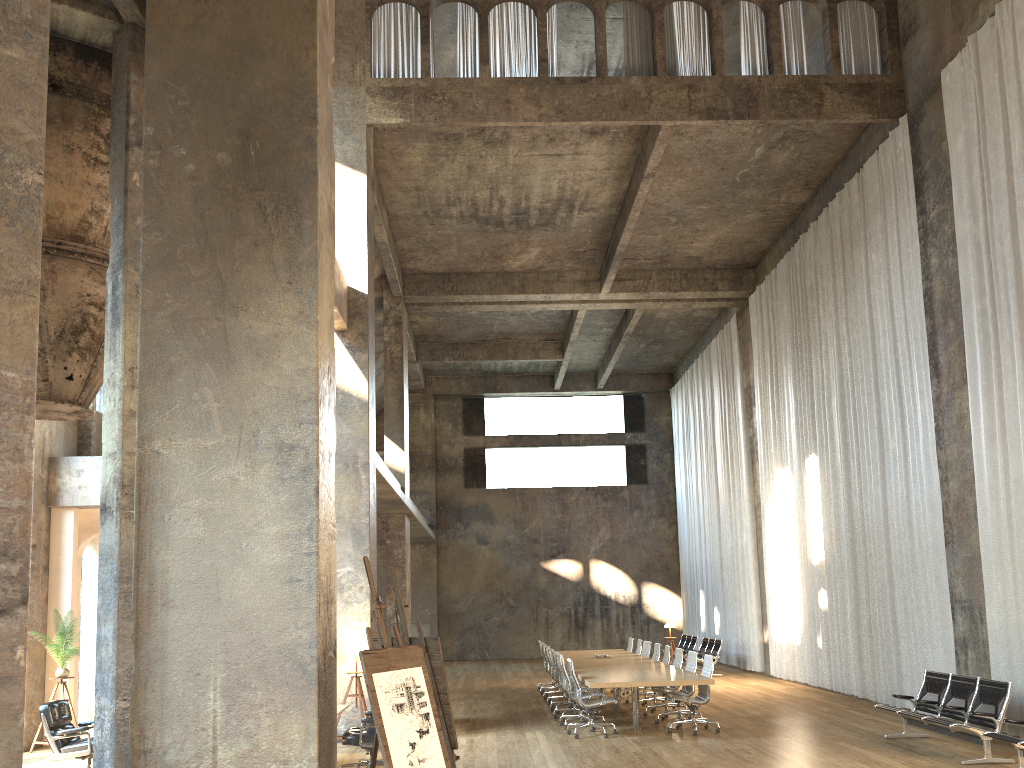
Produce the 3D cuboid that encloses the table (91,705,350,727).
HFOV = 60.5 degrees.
[{"bbox_3d":[-3.020,3.866,9.352,2.409,0.687,1.129,-1,-12,-2],"label":"table"}]

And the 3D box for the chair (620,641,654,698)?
[{"bbox_3d":[2.297,5.355,16.499,0.699,1.006,0.679,-1,-9,-2],"label":"chair"}]

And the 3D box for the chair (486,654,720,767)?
[{"bbox_3d":[-0.400,4.286,11.922,12.948,1.012,32.198,-1,-14,-2],"label":"chair"}]

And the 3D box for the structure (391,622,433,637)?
[{"bbox_3d":[-1.488,4.354,13.153,0.594,1.519,0.757,-1,-8,-2],"label":"structure"}]

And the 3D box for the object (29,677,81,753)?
[{"bbox_3d":[-5.938,4.370,11.599,0.662,0.954,0.579,5,-11,-37],"label":"object"}]

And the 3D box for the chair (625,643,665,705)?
[{"bbox_3d":[2.335,5.122,15.572,0.699,1.006,0.678,-2,-9,4],"label":"chair"}]

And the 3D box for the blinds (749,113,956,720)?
[{"bbox_3d":[5.707,1.252,16.050,0.275,8.480,7.992,-1,-10,-1],"label":"blinds"}]

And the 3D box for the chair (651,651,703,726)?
[{"bbox_3d":[2.413,4.449,12.893,0.699,1.006,0.678,-2,-9,2],"label":"chair"}]

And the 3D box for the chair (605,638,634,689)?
[{"bbox_3d":[2.219,5.786,18.207,0.699,1.006,0.678,-2,-9,4],"label":"chair"}]

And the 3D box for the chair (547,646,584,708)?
[{"bbox_3d":[0.940,5.124,15.431,0.699,1.006,0.678,-3,-9,6],"label":"chair"}]

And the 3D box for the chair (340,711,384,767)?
[{"bbox_3d":[-1.469,3.742,9.400,0.820,0.876,0.745,-1,-10,-6],"label":"chair"}]

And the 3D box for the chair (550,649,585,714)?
[{"bbox_3d":[0.962,4.904,14.556,0.699,1.006,0.678,-2,-9,4],"label":"chair"}]

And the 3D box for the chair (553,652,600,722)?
[{"bbox_3d":[0.983,4.671,13.630,0.699,1.006,0.679,-1,-9,-2],"label":"chair"}]

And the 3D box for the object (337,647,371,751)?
[{"bbox_3d":[-2.118,4.075,11.437,0.571,1.273,0.671,-1,-8,-2],"label":"object"}]

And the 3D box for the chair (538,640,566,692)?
[{"bbox_3d":[0.860,5.814,18.178,0.699,1.006,0.678,-2,-9,4],"label":"chair"}]

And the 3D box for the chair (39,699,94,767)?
[{"bbox_3d":[-4.511,3.802,9.320,0.820,0.876,0.745,0,-10,-7],"label":"chair"}]

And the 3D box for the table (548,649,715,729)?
[{"bbox_3d":[1.691,5.122,14.982,1.600,0.743,7.884,-1,-14,-2],"label":"table"}]

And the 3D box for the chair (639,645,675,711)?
[{"bbox_3d":[2.357,4.903,14.697,0.699,1.006,0.678,-3,-9,6],"label":"chair"}]

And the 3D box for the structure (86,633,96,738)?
[{"bbox_3d":[-5.384,4.197,12.120,0.594,1.519,0.757,-1,-8,-2],"label":"structure"}]

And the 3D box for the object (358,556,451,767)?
[{"bbox_3d":[-0.684,2.115,5.395,0.687,2.107,0.711,-5,-8,24],"label":"object"}]

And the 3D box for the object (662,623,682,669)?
[{"bbox_3d":[3.439,5.946,19.482,0.574,1.273,0.666,-6,-10,31],"label":"object"}]

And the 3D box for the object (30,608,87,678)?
[{"bbox_3d":[-6.024,3.443,11.699,0.688,0.922,0.877,0,-10,-11],"label":"object"}]

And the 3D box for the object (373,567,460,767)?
[{"bbox_3d":[-0.843,2.589,7.268,0.706,2.107,0.692,-6,-9,30],"label":"object"}]

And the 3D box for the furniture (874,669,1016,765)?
[{"bbox_3d":[4.903,3.774,10.097,0.708,0.825,1.913,-1,-13,-2],"label":"furniture"}]

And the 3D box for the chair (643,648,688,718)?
[{"bbox_3d":[2.385,4.678,13.804,0.699,1.006,0.678,-2,-9,4],"label":"chair"}]

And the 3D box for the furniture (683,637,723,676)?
[{"bbox_3d":[4.530,6.578,21.247,0.708,0.825,1.913,-1,-13,-2],"label":"furniture"}]

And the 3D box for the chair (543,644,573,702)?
[{"bbox_3d":[0.912,5.348,16.324,0.699,1.006,0.678,-2,-9,4],"label":"chair"}]

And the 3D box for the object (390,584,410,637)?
[{"bbox_3d":[-1.449,3.865,12.298,0.684,2.107,0.714,-1,-7,-3],"label":"object"}]

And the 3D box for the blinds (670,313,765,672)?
[{"bbox_3d":[5.462,3.417,24.664,0.275,8.480,7.993,-1,-10,-3],"label":"blinds"}]

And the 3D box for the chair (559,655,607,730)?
[{"bbox_3d":[1.016,4.457,12.779,0.699,1.006,0.678,-3,-9,6],"label":"chair"}]

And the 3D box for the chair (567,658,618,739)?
[{"bbox_3d":[1.076,4.241,11.922,0.699,1.006,0.678,-2,-9,4],"label":"chair"}]

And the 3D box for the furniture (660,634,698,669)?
[{"bbox_3d":[4.462,7.174,23.619,0.708,0.825,1.913,-1,-13,-2],"label":"furniture"}]

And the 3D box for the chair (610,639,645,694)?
[{"bbox_3d":[2.273,5.569,17.349,0.699,1.006,0.678,-3,-9,6],"label":"chair"}]

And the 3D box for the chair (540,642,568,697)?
[{"bbox_3d":[0.884,5.577,17.236,0.699,1.006,0.678,-2,-9,2],"label":"chair"}]

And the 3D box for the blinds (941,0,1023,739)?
[{"bbox_3d":[5.952,-0.906,7.462,0.275,8.480,7.992,-1,-10,-1],"label":"blinds"}]

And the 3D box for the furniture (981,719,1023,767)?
[{"bbox_3d":[4.970,3.178,7.725,0.708,0.825,1.913,-1,-13,-2],"label":"furniture"}]
